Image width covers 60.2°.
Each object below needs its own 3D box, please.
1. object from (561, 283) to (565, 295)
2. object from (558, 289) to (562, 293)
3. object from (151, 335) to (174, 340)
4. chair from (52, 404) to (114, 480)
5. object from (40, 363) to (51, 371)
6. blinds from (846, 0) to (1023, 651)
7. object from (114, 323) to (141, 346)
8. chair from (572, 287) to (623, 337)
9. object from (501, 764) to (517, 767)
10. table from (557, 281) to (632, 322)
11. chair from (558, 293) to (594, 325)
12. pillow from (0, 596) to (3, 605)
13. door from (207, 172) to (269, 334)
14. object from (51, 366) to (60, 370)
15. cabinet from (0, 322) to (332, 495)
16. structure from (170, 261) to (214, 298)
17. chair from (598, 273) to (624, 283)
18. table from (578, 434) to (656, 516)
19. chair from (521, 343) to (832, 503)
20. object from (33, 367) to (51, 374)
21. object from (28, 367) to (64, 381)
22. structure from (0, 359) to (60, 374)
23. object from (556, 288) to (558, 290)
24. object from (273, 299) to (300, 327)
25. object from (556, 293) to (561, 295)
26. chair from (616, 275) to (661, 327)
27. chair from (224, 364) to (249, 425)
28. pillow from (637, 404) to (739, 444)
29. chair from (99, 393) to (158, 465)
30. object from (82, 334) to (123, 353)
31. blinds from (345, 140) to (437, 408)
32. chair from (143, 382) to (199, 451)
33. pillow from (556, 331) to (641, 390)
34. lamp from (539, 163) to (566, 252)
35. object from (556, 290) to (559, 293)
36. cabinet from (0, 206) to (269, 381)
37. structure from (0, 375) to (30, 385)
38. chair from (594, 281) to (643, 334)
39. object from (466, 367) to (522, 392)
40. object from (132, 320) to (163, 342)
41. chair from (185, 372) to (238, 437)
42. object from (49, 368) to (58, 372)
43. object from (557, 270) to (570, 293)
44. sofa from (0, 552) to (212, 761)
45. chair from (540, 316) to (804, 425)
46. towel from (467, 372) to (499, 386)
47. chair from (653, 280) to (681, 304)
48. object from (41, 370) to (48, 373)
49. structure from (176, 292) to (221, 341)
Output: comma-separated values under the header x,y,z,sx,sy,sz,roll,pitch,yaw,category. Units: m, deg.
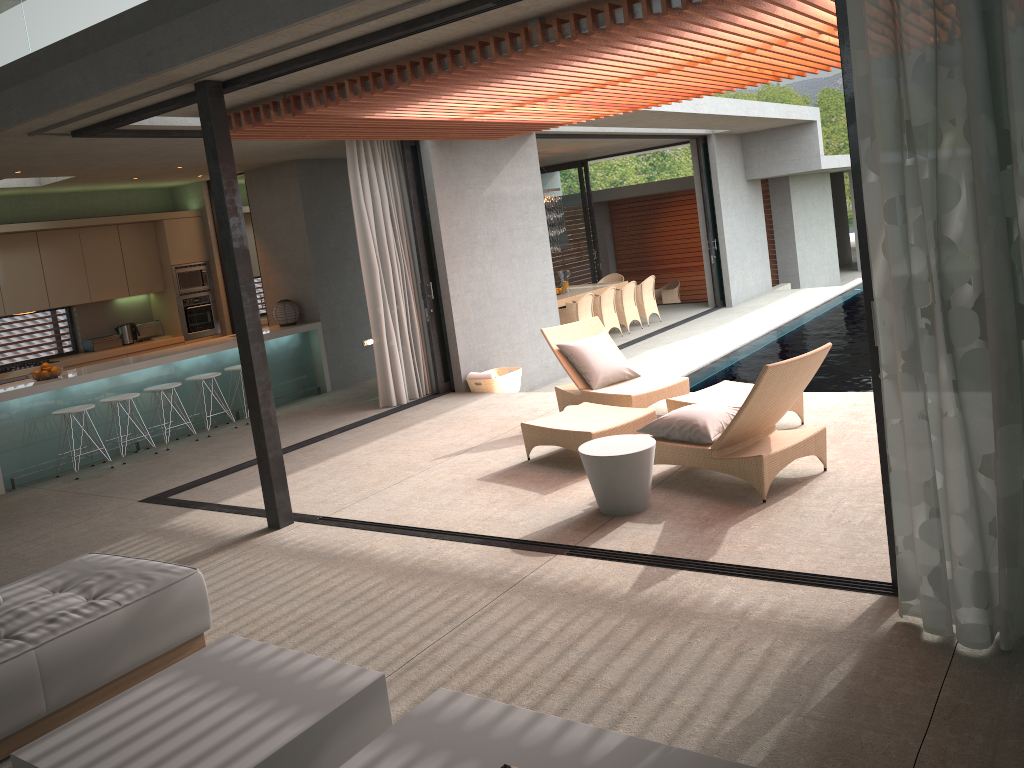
x,y,z,sx,sy,sz,roll,pitch,yaw,category
0.607,-1.707,15.333,0.546,0.383,0.325,-15,10,-38,object
0.832,-1.625,15.481,0.087,0.086,0.088,-4,9,26,object
-4.690,-0.620,11.872,0.309,0.034,0.313,-7,10,4,object
-4.117,0.541,8.409,0.381,0.619,0.386,-3,8,36,chair
-4.629,-0.165,8.773,0.096,0.093,0.094,-13,9,-34,object
2.314,-0.480,2.675,2.420,2.900,0.225,-2,8,36,blinds
-5.106,-0.665,11.731,0.177,0.283,0.281,-2,10,41,object
1.430,-1.152,14.554,0.629,0.856,0.624,-3,9,36,chair
-0.012,1.078,2.386,0.119,0.105,0.121,-1,11,40,object
0.761,-1.176,15.484,1.277,0.750,3.298,-1,12,35,table
1.011,-0.987,13.956,0.629,0.856,0.624,-3,9,36,chair
-2.558,0.836,3.858,0.265,0.479,0.498,-3,9,36,pillow
-3.554,0.379,6.477,5.764,4.433,15.510,-7,10,8,door
-4.552,-0.129,8.812,0.094,0.093,0.095,-4,9,25,object
-3.855,0.113,9.804,0.799,0.891,4.173,-2,11,35,cabinet
-4.541,-1.428,12.205,0.459,0.433,0.604,-2,10,36,structure
1.887,-1.688,17.176,0.616,0.856,0.637,-3,9,36,chair
0.666,0.564,5.419,0.474,0.390,0.481,-5,9,17,table
1.039,0.166,6.123,0.707,0.820,2.296,-14,11,-38,chair
-4.624,-0.098,8.690,0.174,0.099,0.097,-9,8,-9,object
-4.606,-0.091,8.748,0.315,0.081,0.319,-1,12,35,object
-5.823,-0.167,10.348,0.463,0.090,0.849,-1,12,35,structure
0.773,-1.655,15.463,0.071,0.047,0.072,-8,9,-3,object
-2.879,-0.911,11.271,0.339,0.332,0.344,-4,9,27,object
0.754,-1.581,15.509,0.309,0.034,0.313,-7,10,4,object
2.269,-1.482,15.749,0.629,0.856,0.624,-3,9,36,chair
-3.011,0.104,9.991,0.381,0.619,0.386,-3,8,36,chair
1.235,0.246,5.848,0.601,0.192,0.593,-17,13,-42,pillow
-3.848,0.436,8.791,0.381,0.619,0.386,-3,8,36,chair
-5.318,-0.528,11.485,0.240,0.158,0.405,-2,11,35,object
-1.332,-1.262,9.796,0.229,2.910,0.895,-4,7,32,blinds
-3.577,0.328,9.179,0.381,0.619,0.386,-3,8,36,chair
0.789,-0.217,8.040,0.614,0.423,0.427,-14,10,-36,pillow
0.464,-3.146,15.472,0.616,1.741,0.626,-3,7,36,lamp
0.777,-1.602,15.420,0.081,0.080,0.081,-11,9,-25,object
-4.788,-0.782,10.788,1.961,2.543,7.564,-3,11,36,cabinet
-5.578,0.145,10.233,0.079,0.496,0.838,-4,10,36,structure
1.849,-1.317,15.152,0.629,0.856,0.624,-3,9,36,chair
-0.182,0.025,10.156,0.445,0.298,0.688,-2,11,35,object
-4.963,-0.717,12.016,0.150,0.245,0.394,-3,10,36,object
-3.296,0.217,9.582,0.381,0.619,0.386,-3,8,36,chair
-4.521,-0.115,8.725,0.087,0.086,0.088,-4,9,26,object
0.942,-1.825,15.730,0.192,0.383,0.195,-6,7,18,object
-2.293,1.055,3.789,1.011,0.726,1.616,-2,11,35,sofa
1.250,-0.099,7.428,0.706,0.820,2.298,-13,11,-34,chair
-0.271,0.002,10.027,0.368,0.309,0.313,-2,10,36,towel
3.642,-1.980,20.758,0.633,0.856,0.620,-11,8,-24,chair
-4.576,-0.092,8.664,0.081,0.080,0.081,-11,9,-25,object
-4.457,-0.931,12.242,0.496,0.575,0.603,-2,10,36,structure
